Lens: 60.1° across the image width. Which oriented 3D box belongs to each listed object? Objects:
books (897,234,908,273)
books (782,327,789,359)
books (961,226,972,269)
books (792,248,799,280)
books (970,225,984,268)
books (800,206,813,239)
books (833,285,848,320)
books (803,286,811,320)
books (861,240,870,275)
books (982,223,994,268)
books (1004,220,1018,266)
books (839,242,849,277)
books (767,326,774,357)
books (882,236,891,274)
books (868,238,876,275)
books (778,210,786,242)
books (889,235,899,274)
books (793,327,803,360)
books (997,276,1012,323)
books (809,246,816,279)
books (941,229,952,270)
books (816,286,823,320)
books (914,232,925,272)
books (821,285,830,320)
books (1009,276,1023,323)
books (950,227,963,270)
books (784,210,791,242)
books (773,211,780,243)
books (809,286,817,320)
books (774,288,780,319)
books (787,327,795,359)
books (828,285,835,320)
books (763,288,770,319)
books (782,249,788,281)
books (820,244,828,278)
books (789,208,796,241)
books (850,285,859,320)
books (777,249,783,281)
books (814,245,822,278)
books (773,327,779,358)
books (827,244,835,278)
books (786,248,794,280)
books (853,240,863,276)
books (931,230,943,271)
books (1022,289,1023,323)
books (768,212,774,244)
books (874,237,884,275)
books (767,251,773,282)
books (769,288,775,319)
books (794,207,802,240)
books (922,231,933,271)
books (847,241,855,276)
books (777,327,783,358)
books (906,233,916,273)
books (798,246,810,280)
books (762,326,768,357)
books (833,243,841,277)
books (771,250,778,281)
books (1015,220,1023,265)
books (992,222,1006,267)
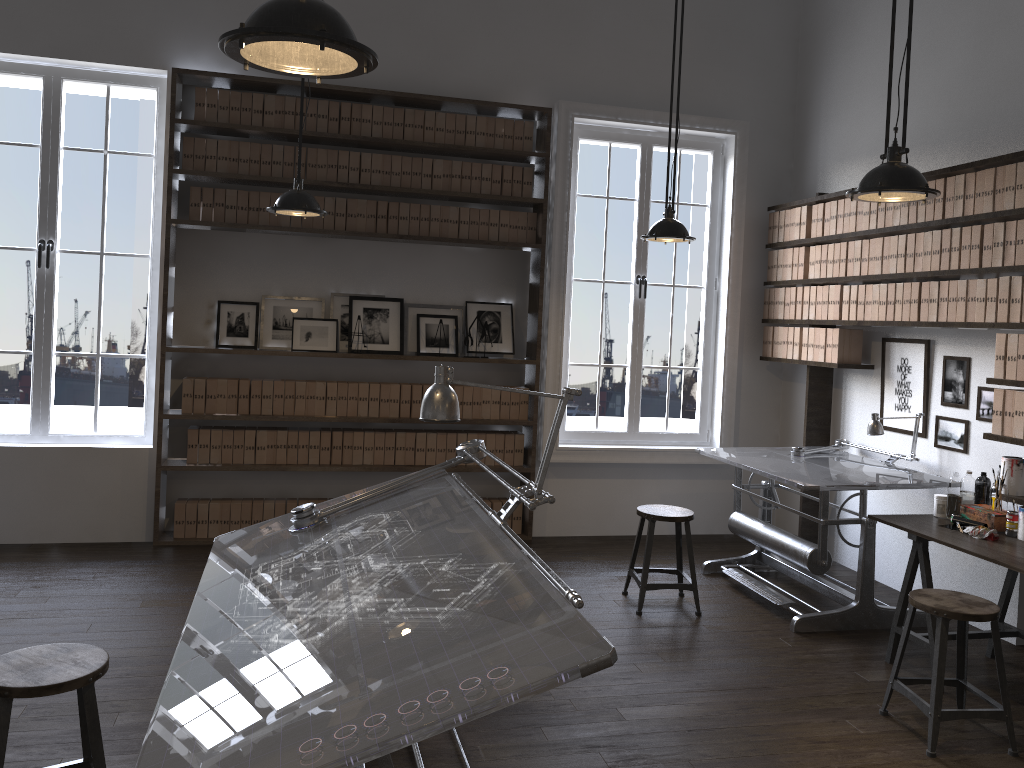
[{"bbox_3d":[2.304,-0.736,5.067,0.174,0.225,0.067,2,1,-14],"label":"books"},{"bbox_3d":[1.995,-0.286,6.229,0.174,0.225,0.067,2,1,-14],"label":"books"},{"bbox_3d":[2.426,-0.697,4.589,0.174,0.225,0.067,2,1,-14],"label":"books"},{"bbox_3d":[2.045,-0.829,6.147,0.174,0.225,0.067,2,1,-14],"label":"books"},{"bbox_3d":[2.438,-0.691,4.516,0.174,0.225,0.067,2,1,-14],"label":"books"},{"bbox_3d":[2.074,-1.100,6.066,0.174,0.225,0.067,2,1,-14],"label":"books"},{"bbox_3d":[2.149,-0.516,5.649,0.174,0.225,0.067,2,1,-14],"label":"books"},{"bbox_3d":[2.066,-0.543,5.989,0.174,0.225,0.067,2,1,-14],"label":"books"},{"bbox_3d":[2.228,-0.763,5.399,0.174,0.225,0.067,2,1,-14],"label":"books"},{"bbox_3d":[2.461,-0.685,4.444,0.174,0.225,0.067,2,1,-14],"label":"books"},{"bbox_3d":[2.494,-0.674,4.306,0.174,0.225,0.067,2,1,-14],"label":"books"},{"bbox_3d":[2.171,-0.780,5.609,0.174,0.225,0.067,2,1,-14],"label":"books"},{"bbox_3d":[1.949,-0.302,6.426,0.174,0.225,0.067,2,1,-14],"label":"books"},{"bbox_3d":[2.275,-0.747,5.200,0.174,0.225,0.067,2,1,-14],"label":"books"},{"bbox_3d":[2.244,-0.757,5.330,0.174,0.225,0.067,2,1,-14],"label":"books"},{"bbox_3d":[2.007,-1.122,6.340,0.174,0.225,0.067,2,1,-14],"label":"books"},{"bbox_3d":[2.288,-0.742,5.138,0.174,0.225,0.067,2,1,-14],"label":"books"},{"bbox_3d":[2.033,-0.274,6.089,0.174,0.225,0.067,2,1,-14],"label":"books"},{"bbox_3d":[2.472,-0.408,4.325,0.174,0.225,0.067,2,1,-14],"label":"books"},{"bbox_3d":[2.091,-0.807,5.947,0.174,0.225,0.067,2,1,-14],"label":"books"},{"bbox_3d":[2.386,-0.708,4.723,0.174,0.225,0.067,2,1,-14],"label":"books"},{"bbox_3d":[2.107,-0.532,5.853,0.174,0.225,0.067,2,1,-14],"label":"books"},{"bbox_3d":[2.343,-0.725,4.933,0.174,0.225,0.067,2,1,-14],"label":"books"},{"bbox_3d":[2.121,-0.526,5.785,0.174,0.225,0.067,2,1,-14],"label":"books"},{"bbox_3d":[2.493,-0.402,4.255,0.174,0.225,0.067,2,1,-14],"label":"books"},{"bbox_3d":[2.406,-0.703,4.662,0.174,0.225,0.067,2,1,-14],"label":"books"},{"bbox_3d":[2.027,-1.116,6.273,0.174,0.225,0.067,2,1,-14],"label":"books"},{"bbox_3d":[1.986,-1.128,6.410,0.174,0.225,0.067,2,1,-14],"label":"books"},{"bbox_3d":[2.086,-0.537,5.920,0.174,0.225,0.067,2,1,-14],"label":"books"},{"bbox_3d":[1.980,-0.574,6.366,0.174,0.225,0.067,2,1,-14],"label":"books"},{"bbox_3d":[2.013,-0.280,6.159,0.174,0.225,0.067,2,1,-14],"label":"books"},{"bbox_3d":[2.138,-0.521,5.712,0.174,0.225,0.067,2,1,-14],"label":"books"},{"bbox_3d":[1.942,-0.585,6.499,0.174,0.225,0.067,2,1,-14],"label":"books"},{"bbox_3d":[2.012,-0.840,6.277,0.174,0.225,0.067,2,1,-14],"label":"books"},{"bbox_3d":[2.122,-0.796,5.805,0.174,0.225,0.067,2,1,-14],"label":"books"},{"bbox_3d":[2.042,-1.111,6.205,0.174,0.225,0.067,2,1,-14],"label":"books"},{"bbox_3d":[2.190,-0.495,5.484,0.174,0.225,0.067,2,1,-14],"label":"books"},{"bbox_3d":[1.996,-0.845,6.338,0.174,0.225,0.067,2,1,-14],"label":"books"},{"bbox_3d":[2.105,-0.802,5.875,0.174,0.225,0.067,2,1,-14],"label":"books"},{"bbox_3d":[1.972,-0.296,6.356,0.174,0.225,0.067,2,1,-14],"label":"books"},{"bbox_3d":[2.141,-0.791,5.745,0.174,0.225,0.067,2,1,-14],"label":"books"},{"bbox_3d":[2.023,-0.835,6.211,0.174,0.225,0.067,2,1,-14],"label":"books"},{"bbox_3d":[2.207,-0.768,5.467,0.174,0.225,0.067,2,1,-14],"label":"books"},{"bbox_3d":[2.369,-0.714,4.793,0.174,0.225,0.067,2,1,-14],"label":"books"},{"bbox_3d":[2.513,-0.397,4.188,0.174,0.225,0.067,2,1,-14],"label":"books"},{"bbox_3d":[1.969,-1.134,6.480,0.174,0.225,0.067,2,1,-14],"label":"books"},{"bbox_3d":[2.255,-0.752,5.263,0.174,0.225,0.067,2,1,-14],"label":"books"},{"bbox_3d":[1.964,-0.856,6.477,0.174,0.225,0.067,2,1,-14],"label":"books"},{"bbox_3d":[1.963,-0.579,6.435,0.174,0.225,0.067,2,1,-14],"label":"books"},{"bbox_3d":[2.055,-1.106,6.136,0.174,0.225,0.067,2,1,-14],"label":"books"},{"bbox_3d":[2.355,-0.719,4.864,0.174,0.225,0.067,2,1,-14],"label":"books"},{"bbox_3d":[2.194,-0.774,5.537,0.174,0.225,0.067,2,1,-14],"label":"books"},{"bbox_3d":[1.985,-0.291,6.291,0.174,0.225,0.067,2,1,-14],"label":"books"},{"bbox_3d":[2.324,-0.730,5.000,0.174,0.225,0.067,2,1,-14],"label":"books"},{"bbox_3d":[2.062,-0.824,6.078,0.174,0.225,0.067,2,1,-14],"label":"books"},{"bbox_3d":[1.936,-0.307,6.500,0.174,0.225,0.067,2,1,-14],"label":"books"},{"bbox_3d":[2.159,-0.786,5.682,0.174,0.225,0.067,2,1,-14],"label":"books"},{"bbox_3d":[1.977,-0.851,6.408,0.174,0.225,0.067,2,1,-14],"label":"books"},{"bbox_3d":[2.511,-0.668,4.237,0.174,0.225,0.067,2,1,-14],"label":"books"},{"bbox_3d":[2.474,-0.680,4.374,0.174,0.225,0.067,2,1,-14],"label":"books"}]
